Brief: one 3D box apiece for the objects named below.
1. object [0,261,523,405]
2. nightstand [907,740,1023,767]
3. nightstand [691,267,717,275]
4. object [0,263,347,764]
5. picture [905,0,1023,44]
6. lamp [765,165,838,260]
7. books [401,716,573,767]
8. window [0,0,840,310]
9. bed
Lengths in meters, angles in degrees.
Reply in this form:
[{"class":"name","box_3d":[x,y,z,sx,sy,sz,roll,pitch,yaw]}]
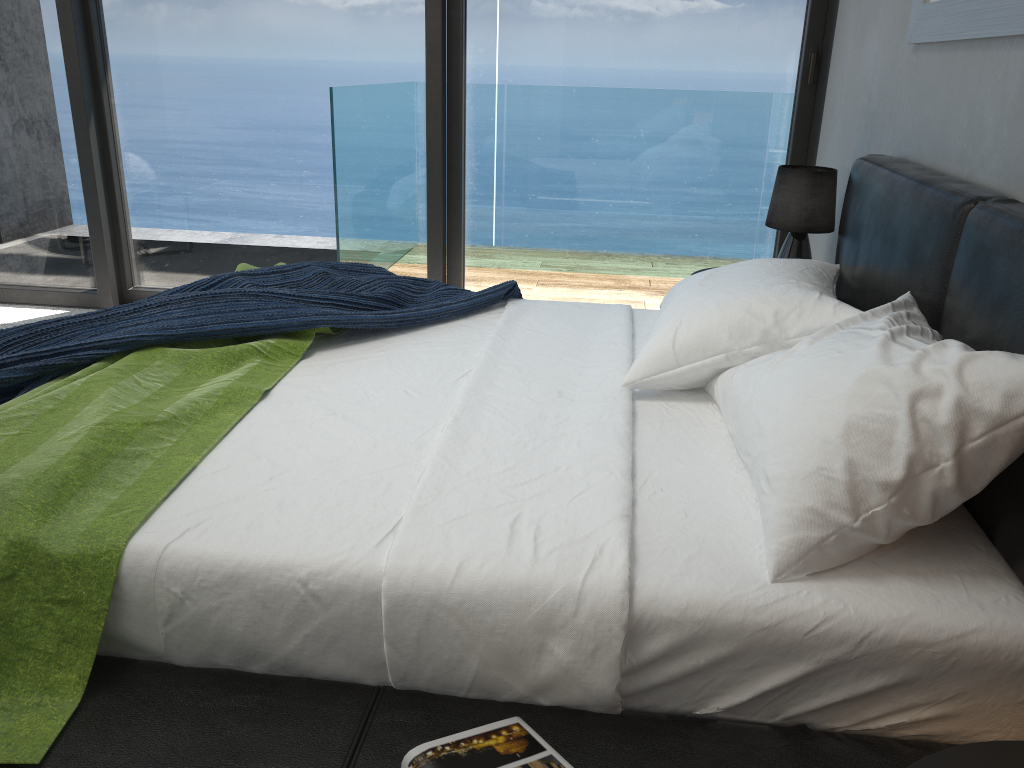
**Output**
[{"class":"object","box_3d":[-0.846,0.024,2.275,2.147,0.572,0.682,-15,26,-38]},{"class":"nightstand","box_3d":[0.567,0.695,0.856,0.495,0.443,0.494,15,24,33]},{"class":"nightstand","box_3d":[0.884,-0.161,3.247,0.496,0.443,0.493,8,21,17]},{"class":"object","box_3d":[-0.768,0.029,2.095,0.646,0.345,2.285,4,20,6]},{"class":"picture","box_3d":[1.002,-1.296,1.355,0.025,1.411,1.787,4,20,6]},{"class":"lamp","box_3d":[0.990,-0.539,3.057,0.219,0.403,0.240,-7,22,-23]},{"class":"books","box_3d":[-0.058,0.533,1.020,0.394,0.040,0.300,-13,24,-35]},{"class":"window","box_3d":[1.204,-1.132,1.899,9.721,3.208,3.569,4,20,6]},{"class":"bed","box_3d":[-0.296,-0.007,2.013,2.616,0.941,2.734,4,20,6]}]
